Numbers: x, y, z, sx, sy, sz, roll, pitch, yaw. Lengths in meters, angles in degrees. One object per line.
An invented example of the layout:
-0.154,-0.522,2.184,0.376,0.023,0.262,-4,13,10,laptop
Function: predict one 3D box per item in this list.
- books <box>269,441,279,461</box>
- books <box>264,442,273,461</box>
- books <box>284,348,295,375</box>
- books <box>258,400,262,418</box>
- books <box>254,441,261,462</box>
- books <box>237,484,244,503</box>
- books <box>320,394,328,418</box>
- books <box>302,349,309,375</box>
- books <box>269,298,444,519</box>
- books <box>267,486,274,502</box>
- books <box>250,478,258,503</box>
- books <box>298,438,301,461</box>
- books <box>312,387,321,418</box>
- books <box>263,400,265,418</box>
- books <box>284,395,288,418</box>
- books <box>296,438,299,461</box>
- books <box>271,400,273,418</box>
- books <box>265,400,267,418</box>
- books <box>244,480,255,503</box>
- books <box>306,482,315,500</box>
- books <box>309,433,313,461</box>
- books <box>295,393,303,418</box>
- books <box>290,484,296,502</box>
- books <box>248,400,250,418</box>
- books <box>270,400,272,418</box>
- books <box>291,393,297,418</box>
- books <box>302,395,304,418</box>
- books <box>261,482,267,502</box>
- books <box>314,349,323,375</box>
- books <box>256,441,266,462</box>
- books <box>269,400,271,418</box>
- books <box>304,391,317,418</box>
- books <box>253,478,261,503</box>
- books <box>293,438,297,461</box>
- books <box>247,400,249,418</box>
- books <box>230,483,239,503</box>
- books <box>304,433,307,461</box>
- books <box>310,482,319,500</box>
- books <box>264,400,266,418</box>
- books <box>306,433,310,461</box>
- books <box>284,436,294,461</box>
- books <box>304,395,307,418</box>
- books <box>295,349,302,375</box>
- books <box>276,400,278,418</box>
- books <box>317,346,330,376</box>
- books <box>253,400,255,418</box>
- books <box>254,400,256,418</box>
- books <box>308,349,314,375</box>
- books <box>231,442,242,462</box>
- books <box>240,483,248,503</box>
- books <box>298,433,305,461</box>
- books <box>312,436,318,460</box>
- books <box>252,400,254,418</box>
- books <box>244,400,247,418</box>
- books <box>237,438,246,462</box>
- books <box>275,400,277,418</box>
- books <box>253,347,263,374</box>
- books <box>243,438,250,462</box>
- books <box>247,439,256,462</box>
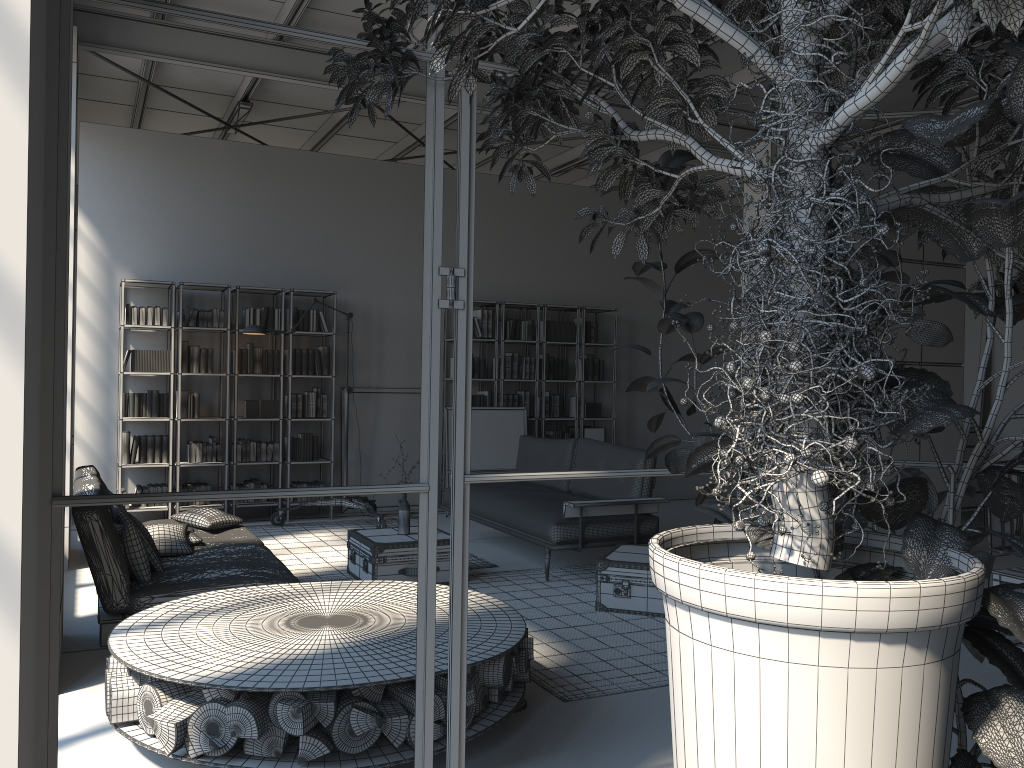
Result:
-2.350,0.663,8.756,0.047,0.190,0.278,1,0,-26,books
-2.411,0.668,8.736,0.077,0.185,0.259,1,0,-25,books
-2.209,-0.218,8.812,0.062,0.265,0.193,1,0,-31,books
-2.453,0.242,8.636,0.012,0.177,0.134,1,0,-26,books
-2.505,0.661,8.682,0.045,0.191,0.275,1,0,-26,books
-2.662,1.071,8.663,0.040,0.176,0.242,1,0,-26,books
-1.910,0.219,8.933,0.057,0.244,0.178,1,0,-26,books
-2.093,-0.216,8.869,0.062,0.265,0.193,1,0,-31,books
-1.306,0.288,8.672,0.264,2.162,2.306,1,0,42,books
-2.412,1.085,8.784,0.069,0.157,0.241,1,0,-24,books
-2.548,1.050,8.744,0.030,0.217,0.295,1,0,-26,books
-2.121,0.652,8.805,0.022,0.227,0.165,1,0,-26,books
-1.979,0.186,8.948,0.038,0.303,0.222,1,0,-26,books
-2.432,0.243,8.646,0.012,0.177,0.134,1,0,-26,books
-2.236,0.223,8.813,0.022,0.226,0.163,1,0,-26,books
-2.142,0.651,8.795,0.022,0.227,0.165,1,0,-26,books
-2.359,0.244,8.681,0.012,0.177,0.134,1,0,-26,books
-2.411,0.243,8.656,0.012,0.177,0.134,1,0,-26,books
-2.587,1.055,8.719,0.061,0.207,0.283,1,0,-26,books
-2.027,1.081,8.913,0.040,0.176,0.242,1,0,-26,books
-2.024,0.629,8.853,0.027,0.278,0.202,1,0,-26,books
-2.137,0.215,8.836,0.057,0.244,0.178,1,0,-26,books
-2.191,1.087,8.836,0.033,0.158,0.241,1,0,-26,books
-2.562,0.245,8.606,0.012,0.177,0.134,1,0,-26,books
-2.370,0.244,8.676,0.012,0.177,0.134,1,0,-26,books
-2.185,0.214,8.801,0.057,0.244,0.178,1,0,-26,books
-2.107,0.225,8.874,0.022,0.226,0.163,1,0,-26,books
-2.473,1.069,8.763,0.056,0.185,0.260,1,0,-26,books
-1.970,-0.213,8.931,0.084,0.267,0.193,1,0,-30,books
-2.463,0.661,8.701,0.049,0.193,0.278,1,0,-26,books
-2.380,0.244,8.671,0.012,0.177,0.134,1,0,-26,books
-2.027,0.206,8.886,0.091,0.265,0.193,1,0,-26,books
-2.515,1.050,8.749,0.033,0.223,0.275,1,0,-26,books
-2.162,0.651,8.785,0.022,0.227,0.165,1,0,-26,books
-2.573,0.245,8.601,0.012,0.177,0.134,1,0,-26,books
-2.707,1.065,8.656,0.047,0.184,0.271,1,0,-26,books
-2.074,0.628,8.829,0.027,0.278,0.202,1,0,-26,books
-1.991,1.081,8.931,0.040,0.176,0.242,1,0,-26,books
-2.422,0.243,8.651,0.012,0.177,0.134,1,0,-26,books
-2.048,0.629,8.840,0.027,0.278,0.202,1,0,-26,books
-2.212,0.641,8.797,0.057,0.244,0.180,1,0,-26,books
-2.088,0.225,8.884,0.022,0.226,0.163,1,0,-26,books
-2.150,-0.217,8.840,0.062,0.265,0.193,1,0,-31,books
-2.318,0.245,8.701,0.012,0.177,0.134,1,0,-26,books
-1.907,-0.234,8.970,0.071,0.303,0.222,1,0,-31,books
-2.521,0.246,8.626,0.012,0.177,0.134,1,0,-26,books
-2.510,0.246,8.632,0.012,0.177,0.134,1,0,-26,books
-2.043,-0.215,8.912,0.062,0.265,0.193,1,0,-31,books
-2.676,0.662,8.608,0.056,0.183,0.259,1,0,-26,books
-2.626,1.071,8.680,0.040,0.176,0.242,1,0,-26,books
-2.098,0.628,8.816,0.027,0.278,0.202,1,0,-26,books
-1.993,0.645,8.890,0.057,0.244,0.180,1,0,-26,books
-2.531,0.245,8.621,0.012,0.177,0.134,1,0,-26,books
-2.583,0.245,8.596,0.012,0.177,0.134,1,0,-26,books
-2.629,0.645,8.625,0.044,0.221,0.273,1,0,-26,books
-2.328,0.245,8.696,0.012,0.177,0.134,1,0,-26,books
-2.506,-0.226,8.702,0.091,0.265,0.193,1,0,-26,books
-2.593,0.645,8.632,0.030,0.215,0.293,1,0,-26,books
-2.554,0.652,8.656,0.061,0.204,0.281,1,0,-26,books
